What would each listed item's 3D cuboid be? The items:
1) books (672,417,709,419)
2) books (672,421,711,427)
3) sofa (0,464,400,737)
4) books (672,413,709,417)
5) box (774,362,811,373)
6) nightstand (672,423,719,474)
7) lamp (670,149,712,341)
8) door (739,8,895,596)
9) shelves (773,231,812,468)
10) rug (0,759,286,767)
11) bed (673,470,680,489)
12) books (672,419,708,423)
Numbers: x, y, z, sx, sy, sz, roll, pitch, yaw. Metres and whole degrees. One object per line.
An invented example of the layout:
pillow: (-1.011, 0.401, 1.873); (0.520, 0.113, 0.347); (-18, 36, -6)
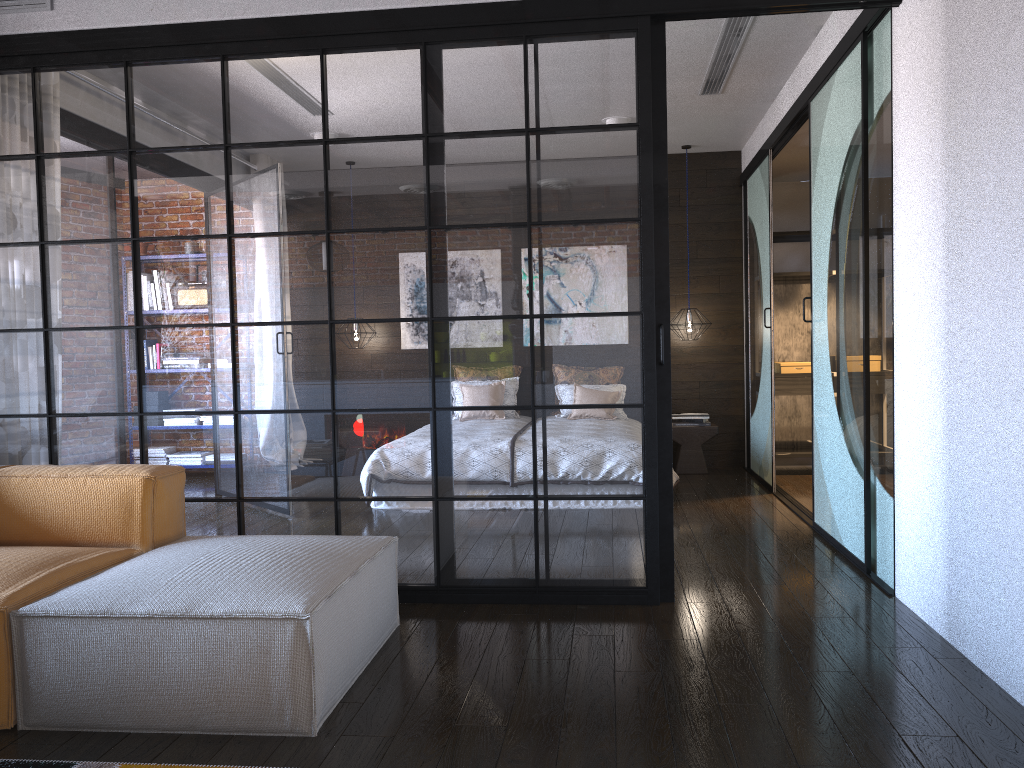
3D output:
books: (1.500, 0.277, 7.499); (0.303, 0.017, 0.228); (-1, 2, 4)
books: (1.507, 0.333, 7.506); (0.316, 0.028, 0.258); (-1, 2, 6)
sofa: (-2.179, 0.682, 2.425); (3.300, 0.698, 2.535); (-1, 2, 6)
books: (1.503, 0.261, 7.506); (0.307, 0.014, 0.247); (-1, 2, 8)
box: (2.337, -0.136, 7.337); (0.295, 0.083, 0.401); (-1, 2, 6)
nightstand: (1.507, 0.547, 7.516); (0.457, 0.400, 0.300); (-1, 2, 6)
lamp: (1.474, -1.162, 7.420); (0.348, 1.592, 0.348); (-1, 2, -1)
door: (1.778, -0.412, 5.602); (0.138, 2.593, 4.184); (-1, 2, 6)
shelves: (3.200, -0.287, 5.485); (2.655, 2.129, 4.058); (-1, 2, 6)
rug: (-1.566, 1.015, 1.638); (2.364, 0.013, 1.431); (-1, 2, 6)
bed: (0.113, 0.550, 6.859); (2.232, 0.509, 2.121); (-1, 2, 5)
books: (1.494, 0.303, 7.502); (0.293, 0.034, 0.233); (-1, 2, 23)
